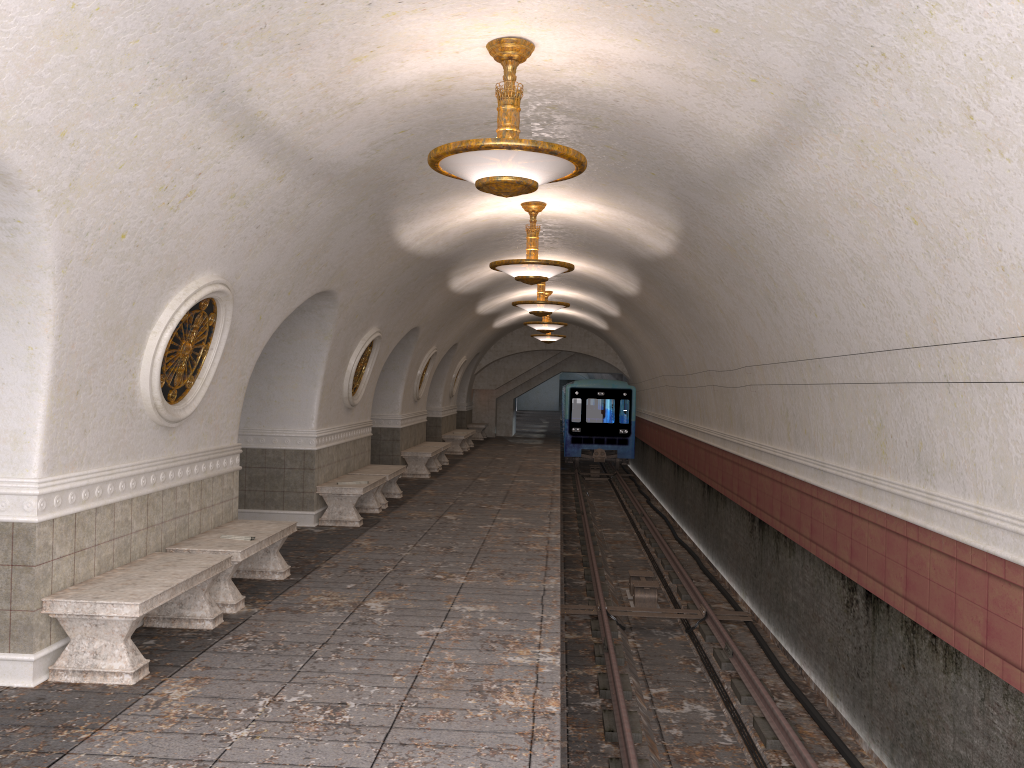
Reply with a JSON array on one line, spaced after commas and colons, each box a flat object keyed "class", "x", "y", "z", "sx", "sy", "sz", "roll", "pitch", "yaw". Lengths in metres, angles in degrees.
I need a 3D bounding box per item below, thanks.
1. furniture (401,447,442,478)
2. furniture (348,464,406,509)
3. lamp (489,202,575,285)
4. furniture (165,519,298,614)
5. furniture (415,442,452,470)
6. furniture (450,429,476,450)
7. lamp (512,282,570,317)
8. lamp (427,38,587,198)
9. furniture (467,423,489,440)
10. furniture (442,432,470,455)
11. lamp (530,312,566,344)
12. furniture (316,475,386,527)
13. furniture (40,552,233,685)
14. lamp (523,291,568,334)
[{"class": "furniture", "x": -1.840, "y": 1.587, "z": 18.073, "sx": 0.613, "sy": 0.508, "sz": 1.509, "roll": 2, "pitch": 0, "yaw": 3}, {"class": "furniture", "x": -2.075, "y": 1.575, "z": 13.740, "sx": 0.613, "sy": 0.508, "sz": 1.509, "roll": 2, "pitch": 0, "yaw": 3}, {"class": "lamp", "x": 0.242, "y": -1.643, "z": 10.470, "sx": 1.008, "sy": 0.955, "sz": 1.008, "roll": 2, "pitch": 0, "yaw": -13}, {"class": "furniture", "x": -2.402, "y": 1.558, "z": 7.740, "sx": 0.613, "sy": 0.508, "sz": 1.509, "roll": 2, "pitch": 0, "yaw": 3}, {"class": "furniture", "x": -1.748, "y": 1.592, "z": 19.752, "sx": 0.613, "sy": 0.508, "sz": 1.509, "roll": 2, "pitch": 0, "yaw": 3}, {"class": "furniture", "x": -1.424, "y": 1.609, "z": 25.706, "sx": 0.613, "sy": 0.508, "sz": 1.509, "roll": 2, "pitch": 0, "yaw": 3}, {"class": "lamp", "x": 0.505, "y": -1.630, "z": 15.293, "sx": 1.008, "sy": 0.955, "sz": 1.008, "roll": 1, "pitch": 0, "yaw": 19}, {"class": "lamp", "x": -0.022, "y": -1.657, "z": 5.615, "sx": 1.008, "sy": 0.955, "sz": 1.008, "roll": 2, "pitch": 0, "yaw": -13}, {"class": "furniture", "x": -1.173, "y": 1.622, "z": 30.320, "sx": 0.613, "sy": 0.508, "sz": 1.509, "roll": 2, "pitch": 0, "yaw": 3}, {"class": "furniture", "x": -1.515, "y": 1.604, "z": 24.027, "sx": 0.613, "sy": 0.508, "sz": 1.509, "roll": 2, "pitch": 0, "yaw": 3}, {"class": "lamp", "x": 1.030, "y": -1.602, "z": 24.936, "sx": 1.008, "sy": 0.955, "sz": 1.008, "roll": 2, "pitch": 0, "yaw": -41}, {"class": "furniture", "x": -2.167, "y": 1.570, "z": 12.061, "sx": 0.613, "sy": 0.508, "sz": 1.509, "roll": 2, "pitch": 0, "yaw": 3}, {"class": "furniture", "x": -2.493, "y": 1.553, "z": 6.061, "sx": 0.613, "sy": 0.508, "sz": 1.509, "roll": 2, "pitch": 0, "yaw": 3}, {"class": "lamp", "x": 0.767, "y": -1.616, "z": 20.114, "sx": 1.008, "sy": 0.955, "sz": 1.008, "roll": 1, "pitch": 0, "yaw": 19}]
